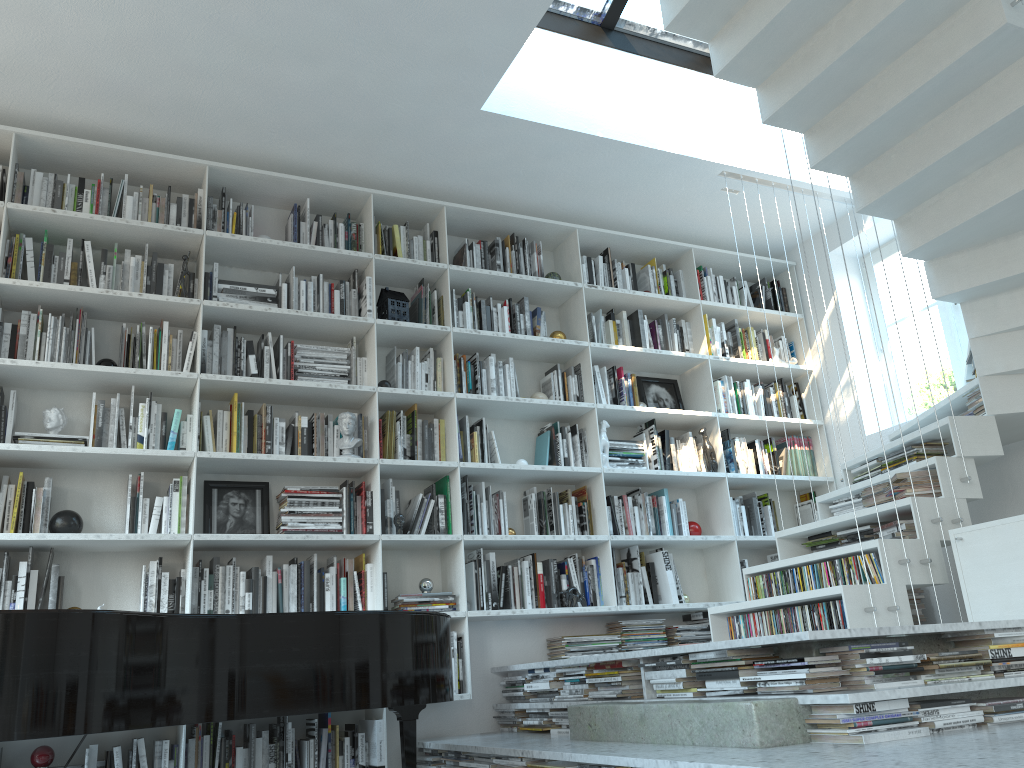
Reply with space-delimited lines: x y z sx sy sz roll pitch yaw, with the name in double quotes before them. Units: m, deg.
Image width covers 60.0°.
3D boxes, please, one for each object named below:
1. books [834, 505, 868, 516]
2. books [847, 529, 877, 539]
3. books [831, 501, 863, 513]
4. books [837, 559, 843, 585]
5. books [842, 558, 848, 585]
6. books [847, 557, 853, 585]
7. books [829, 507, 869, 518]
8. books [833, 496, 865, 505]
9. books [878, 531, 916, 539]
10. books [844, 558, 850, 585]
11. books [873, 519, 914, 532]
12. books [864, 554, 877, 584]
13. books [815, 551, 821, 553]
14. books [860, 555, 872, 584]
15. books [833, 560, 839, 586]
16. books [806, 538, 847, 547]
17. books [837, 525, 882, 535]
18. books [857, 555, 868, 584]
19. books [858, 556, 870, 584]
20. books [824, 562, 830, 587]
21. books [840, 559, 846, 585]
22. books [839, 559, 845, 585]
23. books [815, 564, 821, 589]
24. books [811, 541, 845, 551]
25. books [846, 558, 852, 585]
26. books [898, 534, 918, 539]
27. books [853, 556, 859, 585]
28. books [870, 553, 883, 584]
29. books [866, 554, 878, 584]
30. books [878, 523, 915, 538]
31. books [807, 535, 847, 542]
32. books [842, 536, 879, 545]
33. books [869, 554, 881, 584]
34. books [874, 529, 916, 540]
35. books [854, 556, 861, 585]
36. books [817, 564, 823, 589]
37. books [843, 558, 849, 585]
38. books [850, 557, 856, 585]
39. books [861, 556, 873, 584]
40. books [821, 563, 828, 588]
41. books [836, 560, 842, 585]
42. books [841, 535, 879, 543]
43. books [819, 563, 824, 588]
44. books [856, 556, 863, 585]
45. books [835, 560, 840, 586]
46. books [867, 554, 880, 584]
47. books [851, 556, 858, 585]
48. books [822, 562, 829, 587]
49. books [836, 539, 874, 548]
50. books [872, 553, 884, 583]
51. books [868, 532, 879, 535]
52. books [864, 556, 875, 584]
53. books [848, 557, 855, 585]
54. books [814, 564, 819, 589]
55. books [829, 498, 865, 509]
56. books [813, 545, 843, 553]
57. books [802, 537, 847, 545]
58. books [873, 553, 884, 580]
"books" 1.744 0.630 4.428 0.143 0.019 0.231 5 -21 -26
"books" 1.669 0.698 4.125 0.133 0.017 0.179 3 -20 -21
"books" 1.738 0.613 4.431 0.149 0.016 0.240 5 -21 -27
"books" 1.412 0.791 3.684 0.125 0.125 0.010 5 -20 -25
"books" 1.422 0.783 3.663 0.125 0.125 0.007 5 -20 -25
"books" 1.434 0.774 3.638 0.125 0.125 0.010 5 -20 -25
"books" 1.744 0.645 4.423 0.145 0.012 0.298 5 -21 -26
"books" 1.731 0.588 4.437 0.157 0.014 0.181 6 -21 -29
"books" 1.687 0.662 3.824 0.172 0.019 0.241 -4 -19 -1
"books" 1.428 0.779 3.650 0.125 0.125 0.008 5 -20 -25
"books" 1.694 0.612 3.841 0.168 0.014 0.213 -2 -19 -6
"books" 1.479 0.742 3.548 0.125 0.123 0.034 5 -20 -25
"books" 1.572 0.814 4.297 0.145 0.015 0.166 7 -22 -30
"books" 1.469 0.749 3.568 0.125 0.123 0.035 5 -20 -25
"books" 1.401 0.799 3.705 0.125 0.125 0.007 5 -20 -25
"books" 1.563 0.772 4.308 0.160 0.009 0.208 6 -21 -29
"books" 1.646 0.681 4.119 0.177 0.014 0.194 7 -22 -30
"books" 1.458 0.756 3.590 0.125 0.125 0.011 5 -20 -25
"books" 1.466 0.752 3.575 0.125 0.123 0.034 5 -20 -25
"books" 1.380 0.815 3.748 0.125 0.125 0.009 5 -20 -25
"books" 1.419 0.786 3.669 0.125 0.125 0.007 5 -20 -25
"books" 1.416 0.788 3.676 0.125 0.125 0.009 5 -20 -25
"books" 1.357 0.832 3.794 0.125 0.125 0.009 5 -20 -25
"books" 1.570 0.787 4.306 0.140 0.022 0.182 7 -22 -31
"books" 1.431 0.776 3.645 0.125 0.125 0.009 5 -20 -25
"books" 1.708 0.678 3.821 0.136 0.017 0.289 -3 -19 -3
"books" 1.447 0.764 3.612 0.125 0.125 0.008 5 -20 -25
"books" 1.492 0.732 3.521 0.125 0.123 0.034 5 -20 -25
"books" 1.482 0.739 3.541 0.125 0.123 0.035 5 -20 -25
"books" 1.708 0.632 3.836 0.141 0.028 0.223 -2 -19 -7
"books" 1.563 0.756 4.314 0.161 0.012 0.195 6 -21 -27
"books" 1.661 0.731 4.109 0.150 0.013 0.220 3 -20 -20
"books" 1.489 0.734 3.528 0.125 0.123 0.035 5 -20 -25
"books" 1.701 0.649 3.830 0.161 0.007 0.255 -2 -19 -6
"books" 1.450 0.762 3.606 0.125 0.125 0.007 5 -20 -25
"books" 1.362 0.829 3.785 0.125 0.125 0.011 5 -20 -25
"books" 1.425 0.781 3.656 0.125 0.125 0.008 5 -20 -25
"books" 1.441 0.769 3.625 0.125 0.125 0.008 5 -20 -25
"books" 1.472 0.747 3.561 0.125 0.122 0.037 5 -20 -25
"books" 1.370 0.822 3.767 0.125 0.125 0.016 5 -20 -25
"books" 1.408 0.794 3.692 0.125 0.125 0.008 5 -20 -25
"books" 1.648 0.718 4.107 0.189 0.012 0.156 4 -20 -22
"books" 1.366 0.826 3.777 0.125 0.125 0.009 5 -20 -25
"books" 1.454 0.759 3.599 0.125 0.125 0.008 5 -20 -25
"books" 1.405 0.796 3.698 0.125 0.125 0.008 5 -20 -25
"books" 1.486 0.737 3.534 0.125 0.122 0.036 5 -20 -25
"books" 1.444 0.766 3.618 0.125 0.125 0.008 5 -20 -25
"books" 1.377 0.818 3.755 0.125 0.125 0.013 5 -20 -25
"books" 1.651 0.742 4.099 0.184 0.013 0.226 6 -21 -27
"books" 1.495 0.729 3.514 0.125 0.122 0.036 5 -20 -25
"books" 1.676 0.710 4.123 0.129 0.008 0.186 5 -21 -26
"books" 1.476 0.744 3.554 0.125 0.123 0.034 5 -20 -25
"books" 1.437 0.772 3.632 0.125 0.125 0.010 5 -20 -25
"books" 1.353 0.835 3.802 0.125 0.125 0.013 5 -20 -25
"books" 1.723 0.599 4.429 0.173 0.011 0.204 7 -22 -30
"books" 1.578 0.803 4.304 0.132 0.010 0.198 3 -20 -21
"books" 1.546 0.764 4.302 0.198 0.006 0.189 6 -21 -28
"books" 1.499 0.727 3.507 0.125 0.123 0.034 5 -20 -25
